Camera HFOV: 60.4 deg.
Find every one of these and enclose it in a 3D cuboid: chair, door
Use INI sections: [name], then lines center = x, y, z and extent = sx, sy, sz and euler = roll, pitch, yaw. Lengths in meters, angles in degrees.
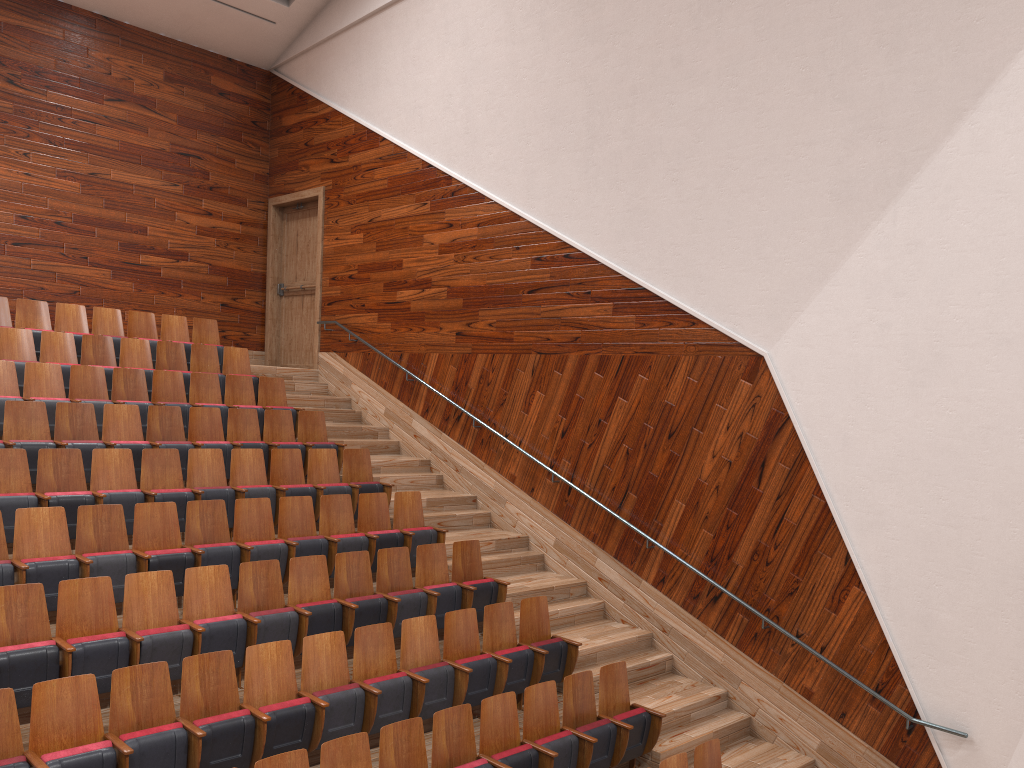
[chair]
center = -0.517, 0.091, 0.410
extent = 1.183, 0.376, 0.765
euler = 3, 0, -45
[door]
center = -0.293, -0.139, 1.215
extent = 0.024, 0.242, 0.138
euler = -3, 8, -45
